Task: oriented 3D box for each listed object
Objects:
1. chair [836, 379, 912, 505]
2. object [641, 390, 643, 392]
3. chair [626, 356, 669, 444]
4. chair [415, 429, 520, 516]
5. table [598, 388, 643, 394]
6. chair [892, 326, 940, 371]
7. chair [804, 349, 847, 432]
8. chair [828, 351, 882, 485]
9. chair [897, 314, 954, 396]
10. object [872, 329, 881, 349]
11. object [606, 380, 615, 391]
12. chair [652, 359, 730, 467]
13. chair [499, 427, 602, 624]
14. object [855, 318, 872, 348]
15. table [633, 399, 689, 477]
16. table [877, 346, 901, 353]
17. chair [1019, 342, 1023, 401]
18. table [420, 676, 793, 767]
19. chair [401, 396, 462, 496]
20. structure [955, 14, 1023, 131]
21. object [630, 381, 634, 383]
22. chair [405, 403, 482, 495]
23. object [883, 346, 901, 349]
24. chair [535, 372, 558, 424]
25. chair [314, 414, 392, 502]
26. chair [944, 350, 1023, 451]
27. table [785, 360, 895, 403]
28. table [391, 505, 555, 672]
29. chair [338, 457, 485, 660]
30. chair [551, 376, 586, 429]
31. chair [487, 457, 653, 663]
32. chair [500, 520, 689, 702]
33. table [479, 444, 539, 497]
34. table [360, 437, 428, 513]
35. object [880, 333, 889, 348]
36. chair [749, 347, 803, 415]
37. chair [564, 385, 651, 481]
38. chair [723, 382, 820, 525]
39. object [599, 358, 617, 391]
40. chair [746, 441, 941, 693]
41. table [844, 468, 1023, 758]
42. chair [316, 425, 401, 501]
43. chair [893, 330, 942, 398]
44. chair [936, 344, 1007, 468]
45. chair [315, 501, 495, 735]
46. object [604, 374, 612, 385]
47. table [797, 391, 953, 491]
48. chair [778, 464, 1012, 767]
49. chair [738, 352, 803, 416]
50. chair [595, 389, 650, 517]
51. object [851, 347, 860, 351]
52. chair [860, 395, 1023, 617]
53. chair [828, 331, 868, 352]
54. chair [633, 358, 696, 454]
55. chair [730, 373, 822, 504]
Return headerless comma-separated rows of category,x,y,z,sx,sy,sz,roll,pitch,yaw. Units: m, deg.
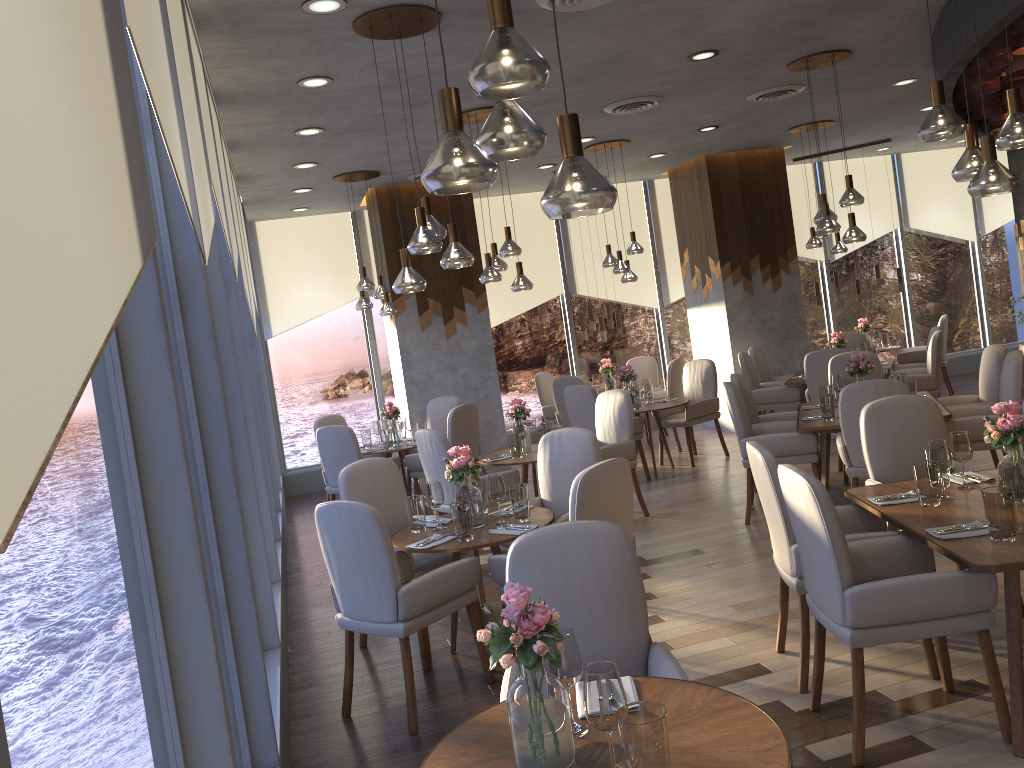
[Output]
chair,2.351,0.435,5.636,0.527,0.999,0.601,-7,3,22
object,1.359,0.087,10.056,0.254,0.019,0.158,-6,5,32
chair,1.520,0.191,10.736,0.527,0.999,0.601,-6,3,33
chair,-0.304,0.763,6.333,0.601,0.999,0.527,-10,3,-34
table,1.193,0.442,10.237,0.833,0.661,0.835,-8,3,6
chair,4.116,-0.061,9.084,0.599,0.999,0.530,-7,3,22
chair,3.067,0.139,8.371,0.527,0.999,0.601,-7,3,29
chair,2.858,0.250,7.221,0.527,0.999,0.601,-7,3,17
chair,5.057,-0.320,10.847,0.599,0.999,0.530,-7,3,29
object,4.595,-0.566,11.164,0.092,0.244,0.092,-9,3,-24
object,1.114,0.047,9.969,0.102,0.178,0.102,-10,3,-34
chair,1.788,0.279,8.952,0.601,0.999,0.527,-10,3,-37
chair,0.229,0.787,4.921,0.527,0.999,0.601,-6,3,39
object,4.407,-0.618,11.065,0.198,0.415,0.210,-10,3,-37
table,1.339,0.537,8.602,0.836,0.661,0.833,-11,4,-40
table,4.513,-0.099,11.210,0.835,0.661,0.833,-10,4,-23
chair,4.705,0.043,7.577,0.595,0.836,0.776,-8,3,6
table,0.243,1.161,2.008,0.834,0.661,0.834,-9,3,-12
chair,-0.749,0.653,8.766,0.527,0.999,0.601,-7,3,30
structure,4.000,-2.329,4.753,2.752,0.556,9.479,-7,4,16
object,1.389,-0.009,10.214,0.102,0.178,0.102,-9,3,-12
chair,-0.572,0.688,7.918,0.599,0.999,0.530,-6,3,33
object,4.697,-0.457,11.027,0.254,0.019,0.158,-6,4,24
chair,0.651,0.331,10.506,0.599,0.999,0.530,-7,3,29
chair,-1.526,0.778,8.570,0.599,0.999,0.530,-6,3,33
chair,3.136,0.302,5.934,0.599,0.999,0.530,-7,3,22
table,3.440,0.199,9.137,0.963,0.665,1.311,-6,4,27
table,-0.152,1.042,4.478,0.835,0.661,0.834,-9,3,-15
chair,-0.570,0.906,4.850,0.599,0.999,0.530,-6,4,42
chair,0.795,0.369,9.677,0.527,0.999,0.601,-6,3,36
chair,0.273,0.843,4.056,0.599,0.999,0.530,-6,4,42
chair,0.241,0.954,2.553,0.528,0.999,0.600,-8,3,0
table,0.211,0.836,6.648,0.832,0.661,0.836,-6,4,35
table,-1.033,0.893,8.336,0.835,0.661,0.833,-10,4,-28
object,4.705,-0.550,11.189,0.102,0.178,0.102,-10,3,-29
chair,2.958,0.062,9.667,0.599,0.999,0.530,-7,3,29
chair,0.866,0.459,8.263,0.601,0.999,0.527,-10,3,-38
chair,1.886,0.448,6.381,0.599,0.999,0.529,-7,3,17
object,1.116,-0.092,10.247,0.210,0.415,0.198,-8,3,-2
chair,1.369,0.707,3.767,0.599,0.999,0.529,-8,3,5
table,2.028,0.802,3.472,0.964,0.665,1.309,-8,4,3
chair,-1.332,0.807,7.769,0.527,0.999,0.601,-7,3,29
chair,3.883,0.009,8.567,0.599,0.999,0.530,-7,3,29
chair,3.303,0.240,6.476,0.599,0.999,0.529,-7,3,15
chair,-0.501,0.955,4.029,0.527,0.999,0.601,-6,3,38
object,1.096,0.009,10.076,0.092,0.244,0.092,-10,3,-40
table,2.621,0.507,6.441,0.963,0.665,1.311,-7,4,19
chair,1.345,0.751,3.203,0.600,0.999,0.529,-8,3,0
chair,2.707,0.134,9.163,0.599,0.999,0.530,-7,3,24
chair,0.667,0.581,6.949,0.601,0.999,0.527,-10,3,-33
object,3.436,-0.240,8.843,0.092,0.244,0.092,-9,3,-18
chair,2.039,0.574,4.295,0.528,0.999,0.600,-8,3,0
chair,3.766,-0.067,9.862,0.527,0.999,0.601,-7,3,24
chair,1.663,0.231,9.880,0.599,0.999,0.530,-6,3,32
chair,2.072,0.384,6.913,0.599,0.999,0.530,-7,3,22
